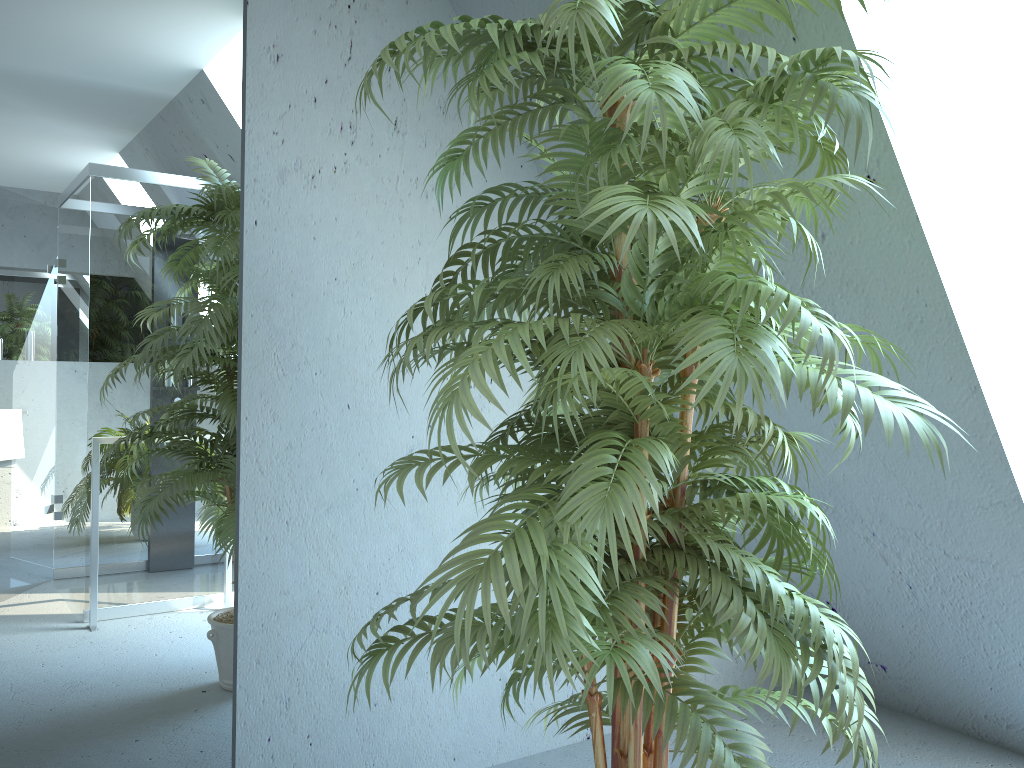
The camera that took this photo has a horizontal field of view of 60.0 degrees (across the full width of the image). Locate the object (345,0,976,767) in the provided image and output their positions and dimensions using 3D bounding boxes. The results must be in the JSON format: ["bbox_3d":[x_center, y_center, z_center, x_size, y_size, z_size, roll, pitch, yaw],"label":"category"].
[{"bbox_3d":[0.230,0.137,1.570,0.980,2.034,1.020,1,0,14],"label":"object"}]
